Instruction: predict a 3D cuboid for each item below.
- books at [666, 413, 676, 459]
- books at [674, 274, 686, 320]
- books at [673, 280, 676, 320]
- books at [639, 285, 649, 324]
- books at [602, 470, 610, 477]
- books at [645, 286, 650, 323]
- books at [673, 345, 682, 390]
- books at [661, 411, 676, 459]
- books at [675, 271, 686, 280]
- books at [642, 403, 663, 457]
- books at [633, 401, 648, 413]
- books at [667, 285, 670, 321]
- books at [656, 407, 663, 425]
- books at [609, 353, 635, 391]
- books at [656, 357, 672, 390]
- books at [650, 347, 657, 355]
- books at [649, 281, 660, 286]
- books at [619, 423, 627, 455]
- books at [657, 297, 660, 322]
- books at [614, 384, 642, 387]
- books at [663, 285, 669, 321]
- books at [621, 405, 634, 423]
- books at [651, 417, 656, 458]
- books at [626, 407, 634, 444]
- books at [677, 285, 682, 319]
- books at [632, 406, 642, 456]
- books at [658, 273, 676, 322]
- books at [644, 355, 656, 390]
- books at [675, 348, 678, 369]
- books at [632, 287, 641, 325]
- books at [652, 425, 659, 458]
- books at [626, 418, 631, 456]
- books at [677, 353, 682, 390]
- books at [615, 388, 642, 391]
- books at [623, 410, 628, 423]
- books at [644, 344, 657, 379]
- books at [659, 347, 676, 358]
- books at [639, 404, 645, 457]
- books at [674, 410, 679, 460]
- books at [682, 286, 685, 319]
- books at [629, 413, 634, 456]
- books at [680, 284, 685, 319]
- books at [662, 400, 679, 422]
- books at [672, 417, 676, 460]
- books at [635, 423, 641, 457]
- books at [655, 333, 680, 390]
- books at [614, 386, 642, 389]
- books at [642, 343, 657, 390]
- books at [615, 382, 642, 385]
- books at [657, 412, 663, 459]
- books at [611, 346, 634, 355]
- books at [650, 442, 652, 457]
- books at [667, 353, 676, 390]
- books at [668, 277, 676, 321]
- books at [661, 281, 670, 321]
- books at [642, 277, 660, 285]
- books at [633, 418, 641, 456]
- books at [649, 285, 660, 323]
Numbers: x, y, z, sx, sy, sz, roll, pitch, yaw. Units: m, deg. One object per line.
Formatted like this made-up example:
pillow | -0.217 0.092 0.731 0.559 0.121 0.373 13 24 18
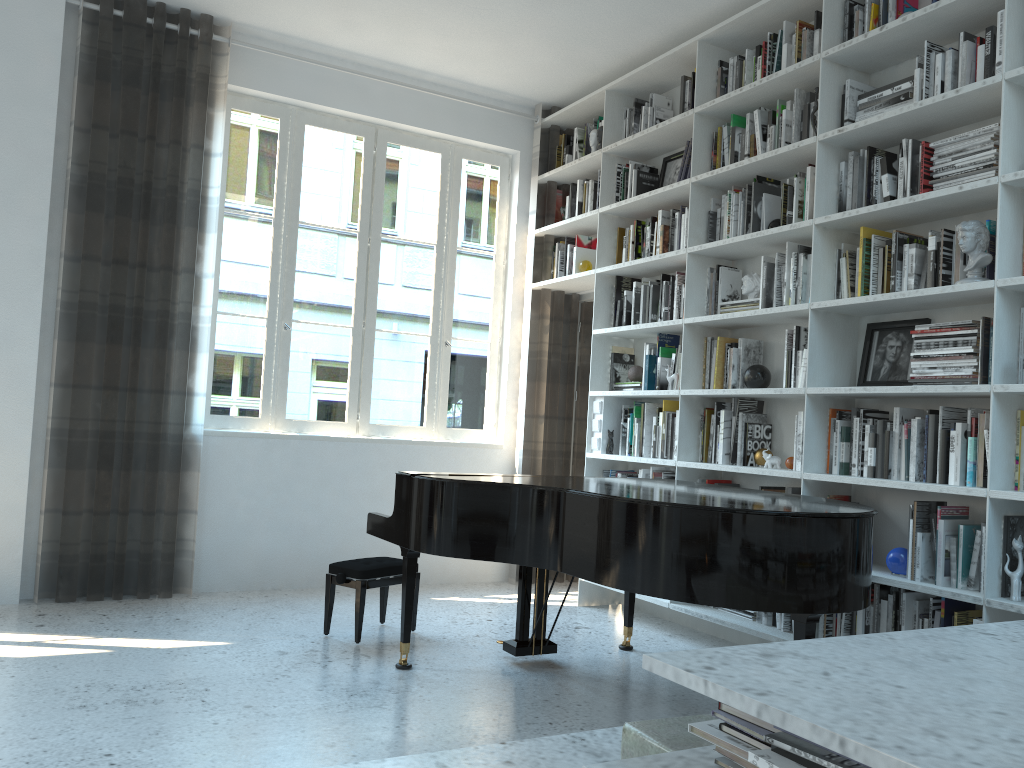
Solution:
books | 0.919 0.289 4.840 0.159 0.249 0.028 5 -3 -29
books | 0.959 -0.455 4.876 0.157 0.275 0.015 5 -3 -29
books | 0.956 -0.441 4.920 0.139 0.251 0.011 5 -3 -29
books | 0.822 -0.437 5.114 0.189 0.247 0.021 5 -3 -29
books | 0.618 0.656 5.316 0.189 0.277 0.011 5 -3 -29
books | 0.839 -0.432 5.085 0.167 0.237 0.024 5 -3 -29
books | 0.959 -0.079 4.831 0.158 0.255 0.060 5 -3 -29
books | 0.902 0.284 4.862 0.181 0.260 0.028 5 -3 -29
books | 0.957 -0.467 4.933 0.130 0.304 0.011 5 -3 -29
books | 0.825 0.265 5.025 0.189 0.306 0.012 5 -3 -29
books | 0.760 0.263 5.148 0.145 0.315 0.006 5 -3 -29
books | 0.934 -0.429 4.947 0.151 0.227 0.013 5 -3 -29
books | 0.865 0.275 4.950 0.150 0.282 0.014 5 -3 -29
books | 0.667 -0.062 5.370 0.156 0.243 0.028 5 -3 -29
books | 0.886 -0.046 4.921 0.189 0.190 0.029 5 -3 -29
books | 0.848 -0.074 5.053 0.143 0.255 0.031 5 -3 -29
books | 0.846 -0.447 5.109 0.158 0.271 0.011 5 -3 -29
books | 0.712 0.325 5.178 0.193 0.189 0.019 5 -3 -29
books | 0.895 -0.441 5.038 0.141 0.256 0.048 5 -3 -29
books | 0.742 0.014 5.224 0.159 0.012 0.285 5 -3 -25
books | 0.917 -0.430 4.953 0.177 0.229 0.013 5 -3 -29
books | 0.717 0.275 5.233 0.171 0.294 0.014 5 -3 -29
books | 0.855 0.302 4.967 0.159 0.230 0.027 5 -3 -29
books | 0.739 0.281 5.178 0.164 0.279 0.008 5 -3 -29
books | 0.976 -0.425 4.870 0.160 0.217 0.012 5 -3 -29
books | 0.771 0.275 5.092 0.182 0.286 0.007 5 -3 -29
books | 0.896 -0.464 5.004 0.151 0.299 0.013 5 -3 -29
books | 0.835 -0.053 5.011 0.189 0.208 0.029 5 -3 -29
books | 0.954 -0.071 4.870 0.141 0.241 0.013 5 -3 -29
books | 0.784 -0.434 5.196 0.176 0.246 0.011 5 -3 -29
books | 0.865 0.324 4.925 0.190 0.181 0.029 5 -3 -29
books | 0.745 0.311 5.151 0.180 0.216 0.015 5 -3 -29
books | 0.973 -0.056 4.787 0.172 0.207 0.030 5 -3 -29
books | 0.746 0.039 5.226 0.161 0.012 0.254 5 -3 -28
books | 0.722 0.289 5.198 0.177 0.264 0.007 5 -3 -29
books | 0.828 -0.083 5.074 0.150 0.273 0.024 5 -3 -29
books | 0.889 -0.075 4.946 0.172 0.250 0.011 5 -3 -29
books | 0.807 0.267 5.032 0.180 0.300 0.019 5 -3 -29
books | 0.956 0.279 4.765 0.185 0.265 0.021 5 -3 -29
books | 0.994 -0.420 4.824 0.161 0.203 0.013 5 -3 -29
books | 0.755 0.296 5.120 0.184 0.244 0.009 5 -3 -29
books | 0.988 -0.427 4.857 0.148 0.220 0.021 5 -3 -29
books | 0.899 0.254 4.889 0.172 0.322 0.021 5 -3 -29
books | 0.944 0.300 4.823 0.153 0.229 0.025 5 -3 -29
books | 0.783 0.323 5.067 0.183 0.189 0.016 5 -3 -29
books | 0.878 -0.115 5.012 0.153 0.335 0.011 5 -3 -29
books | 0.743 0.026 5.225 0.161 0.012 0.254 5 -3 -32
books | 0.821 -0.089 5.090 0.159 0.285 0.012 5 -3 -29
books | 0.748 0.002 5.228 0.161 0.012 0.254 5 -3 -28
books | 0.889 0.288 4.907 0.176 0.254 0.026 5 -3 -29
books | 0.667 -0.082 5.394 0.159 0.285 0.012 5 -3 -29
books | 0.853 0.303 5.007 0.138 0.230 0.045 5 -3 -29
books | 0.937 -0.056 4.900 0.143 0.214 0.056 5 -3 -29
books | 0.937 -0.452 4.935 0.145 0.272 0.012 5 -3 -29
books | 0.912 -0.442 4.993 0.156 0.256 0.021 5 -3 -29
books | 0.823 -0.459 5.133 0.183 0.293 0.011 5 -3 -29
books | 0.780 0.309 5.084 0.190 0.219 0.015 5 -3 -29
books | 0.863 -0.435 5.060 0.184 0.242 0.023 5 -3 -29
